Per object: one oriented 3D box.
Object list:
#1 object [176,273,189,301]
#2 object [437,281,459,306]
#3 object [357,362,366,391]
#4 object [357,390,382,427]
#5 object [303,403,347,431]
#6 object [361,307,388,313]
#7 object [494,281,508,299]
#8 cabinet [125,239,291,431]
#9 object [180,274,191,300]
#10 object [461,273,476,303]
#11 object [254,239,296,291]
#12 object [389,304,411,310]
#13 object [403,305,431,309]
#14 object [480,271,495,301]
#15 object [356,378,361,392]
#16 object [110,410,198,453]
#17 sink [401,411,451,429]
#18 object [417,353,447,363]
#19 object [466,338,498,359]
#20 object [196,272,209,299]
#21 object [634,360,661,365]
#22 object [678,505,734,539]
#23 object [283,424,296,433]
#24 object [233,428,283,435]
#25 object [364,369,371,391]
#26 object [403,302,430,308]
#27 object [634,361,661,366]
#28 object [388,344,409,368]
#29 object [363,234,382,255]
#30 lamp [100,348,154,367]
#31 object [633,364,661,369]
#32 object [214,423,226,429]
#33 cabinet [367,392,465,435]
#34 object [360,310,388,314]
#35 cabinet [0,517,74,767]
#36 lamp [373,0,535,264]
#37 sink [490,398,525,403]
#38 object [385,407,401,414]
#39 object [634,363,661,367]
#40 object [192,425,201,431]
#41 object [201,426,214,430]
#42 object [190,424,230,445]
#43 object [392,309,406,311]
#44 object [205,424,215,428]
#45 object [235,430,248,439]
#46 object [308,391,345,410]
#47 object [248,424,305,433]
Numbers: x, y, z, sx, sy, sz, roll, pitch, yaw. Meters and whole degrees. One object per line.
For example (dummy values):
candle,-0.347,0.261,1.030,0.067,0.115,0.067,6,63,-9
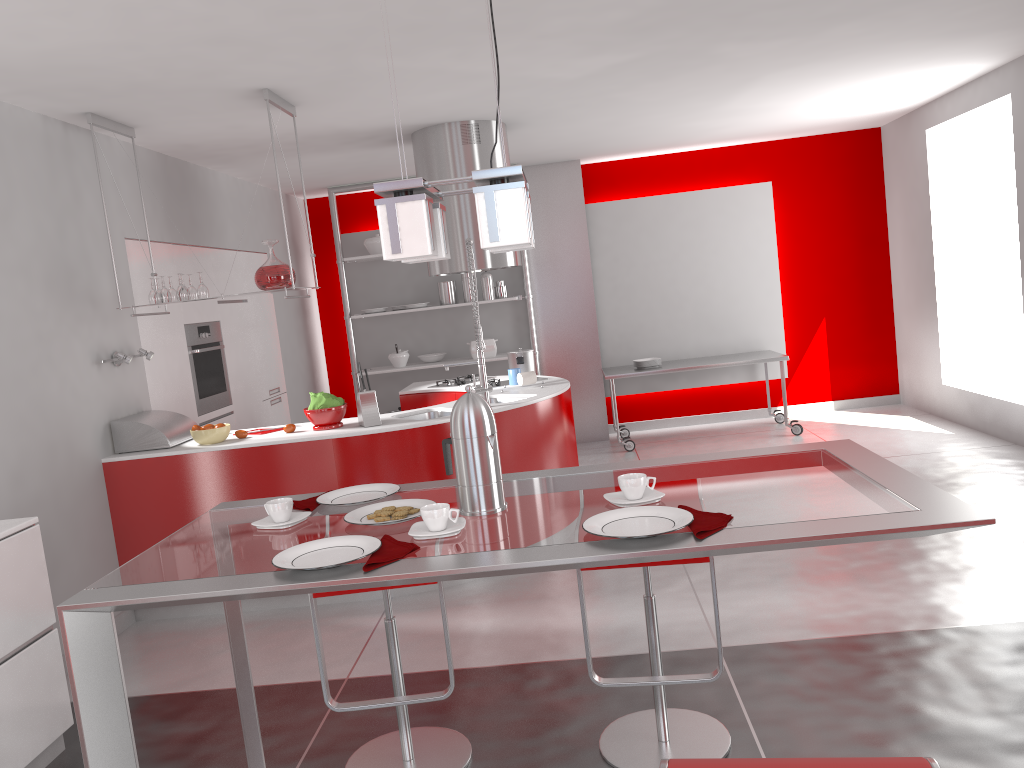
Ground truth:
object,-1.702,-0.497,4.563,0.060,0.141,0.060,-9,6,-19
object,-0.581,-0.815,7.963,0.184,0.205,0.172,-6,6,9
object,-0.767,0.047,4.628,0.014,0.322,0.150,-9,6,-25
object,-0.748,0.124,4.610,0.091,0.178,0.137,-9,6,-23
object,-0.980,0.175,4.696,0.229,0.118,0.228,-9,6,-24
object,-1.231,-0.656,7.966,0.244,0.042,0.244,-8,6,-11
object,-0.108,-0.852,8.026,0.127,0.157,0.127,-5,6,14
cabinet,-2.297,0.084,6.321,0.614,2.026,2.398,-6,6,4
object,-1.721,-0.503,4.646,0.060,0.141,0.060,-6,6,4
object,-0.390,-0.892,7.899,0.109,0.329,0.110,-6,6,2
object,-1.255,-0.623,4.668,0.213,0.266,0.213,-3,7,32
object,-1.008,-0.703,8.171,0.244,0.042,0.244,-7,6,-4
object,-0.852,-0.682,7.926,0.280,0.015,0.280,-3,7,33
object,-0.217,-0.879,7.841,0.115,0.274,0.115,-7,6,-3
object,-0.786,0.065,4.611,0.009,0.197,0.091,-9,6,-25
object,-1.922,0.241,4.813,0.300,0.170,0.400,-6,6,4
sink,-0.434,0.265,4.827,0.326,0.172,0.428,-11,7,-35
object,-0.734,-0.236,8.177,0.272,0.072,0.272,-10,7,-32
object,-0.268,-0.338,8.045,0.282,0.197,0.235,-7,6,-6
object,-1.623,-0.514,4.640,0.060,0.141,0.060,-6,6,4
object,1.196,-0.186,7.842,0.228,0.020,0.228,-8,6,-14
object,0.382,0.260,1.712,0.095,0.012,0.234,-6,6,3
object,-1.176,0.234,4.690,0.064,0.048,0.063,-9,6,-18
object,-1.380,0.261,4.861,0.266,0.006,0.168,-3,7,31
object,-0.737,0.059,4.632,0.012,0.279,0.130,-9,6,-25
object,-0.854,-0.695,7.925,0.244,0.042,0.244,-8,6,-11
object,1.197,-0.176,7.843,0.228,0.020,0.228,-8,6,-14
object,-1.029,-0.260,8.044,0.192,0.214,0.192,-8,6,-9
object,-1.216,-1.250,7.976,0.231,0.191,0.231,-1,8,44
lamp,-2.053,-0.142,4.762,0.155,0.081,0.454,-6,6,4
object,1.200,-0.156,7.845,0.228,0.020,0.228,-8,6,-14
object,-1.534,0.231,4.656,0.066,0.049,0.062,-5,6,12
cabinet,-0.977,0.576,5.379,1.875,0.761,1.025,-12,8,-40
object,-1.229,-0.642,7.968,0.280,0.015,0.280,-1,8,41
cabinet,-2.011,1.043,2.361,0.610,0.880,1.802,-6,6,4
lamp,-0.162,-0.790,1.882,0.304,1.025,0.304,-6,6,4
sink,-0.071,0.190,5.144,0.428,0.172,0.326,-1,8,43
object,-1.031,0.285,8.177,0.308,0.130,0.407,-5,6,12
object,1.199,-0.166,7.844,0.228,0.020,0.228,-8,6,-14
object,-1.644,0.241,4.641,0.055,0.058,0.066,-8,6,-10
object,-1.587,0.241,4.619,0.065,0.052,0.062,-8,6,-11
object,-1.572,0.268,4.639,0.201,0.086,0.201,-6,6,5
object,-1.007,-0.689,8.172,0.280,0.015,0.280,-1,8,41
object,-1.597,0.236,4.681,0.066,0.049,0.062,-7,6,1
object,-1.430,0.266,4.688,0.065,0.047,0.063,-6,6,4
object,-0.976,0.121,4.690,0.198,0.182,0.193,-6,6,10
object,-1.326,0.247,4.874,0.375,0.008,0.041,-9,6,-19
